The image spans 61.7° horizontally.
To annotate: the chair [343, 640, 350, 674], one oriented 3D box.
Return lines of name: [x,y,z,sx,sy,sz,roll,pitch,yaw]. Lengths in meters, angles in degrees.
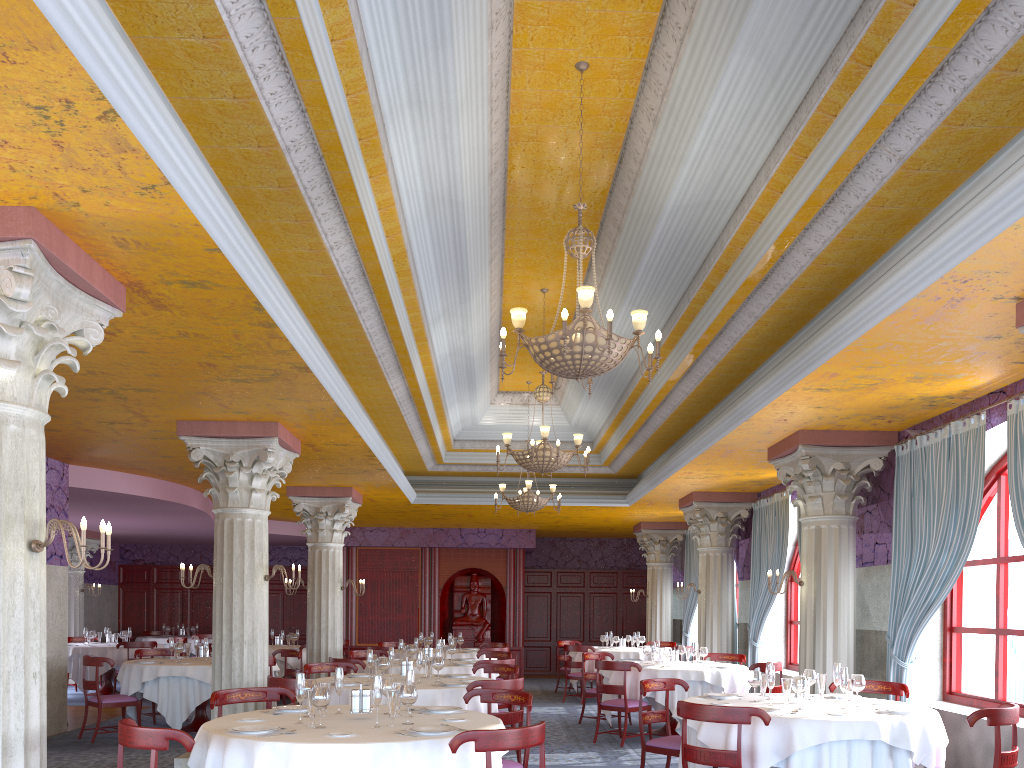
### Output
chair: [-3.595,5.646,17.084,0.753,1.081,0.652,-4,-6,44]

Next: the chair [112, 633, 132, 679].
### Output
chair: [-8.959,6.384,20.082,0.753,1.081,0.652,-4,-6,43]

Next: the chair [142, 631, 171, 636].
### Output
chair: [-9.002,6.839,21.814,0.650,1.081,0.756,-3,-6,43]

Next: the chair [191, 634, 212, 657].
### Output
chair: [-7.227,6.411,20.125,0.650,1.081,0.756,-3,-6,44]

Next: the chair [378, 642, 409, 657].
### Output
chair: [-2.171,5.428,16.203,0.650,1.081,0.756,-3,-6,43]

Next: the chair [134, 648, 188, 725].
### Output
chair: [-5.221,4.500,12.778,0.650,1.081,0.756,-3,-6,43]

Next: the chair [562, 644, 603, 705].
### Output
chair: [1.314,5.377,15.886,0.753,1.081,0.652,-4,-6,43]

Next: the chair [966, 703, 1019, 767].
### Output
chair: [3.287,2.847,6.187,0.650,1.081,0.756,-3,-6,44]

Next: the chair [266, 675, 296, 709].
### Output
chair: [-1.971,3.299,8.094,0.753,1.081,0.652,-4,-6,43]

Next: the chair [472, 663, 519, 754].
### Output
chair: [-0.282,3.781,9.868,0.753,1.081,0.652,-4,-6,44]

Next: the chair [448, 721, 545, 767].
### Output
chair: [-0.160,2.484,4.927,0.650,1.081,0.756,-3,-6,44]

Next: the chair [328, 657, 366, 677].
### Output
chair: [-2.046,4.102,11.153,0.753,1.081,0.652,-4,-6,43]

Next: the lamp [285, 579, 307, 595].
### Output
lamp: [-3.568,3.362,14.173,0.382,0.270,0.348,3,-9,-14]

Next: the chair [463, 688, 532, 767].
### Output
chair: [-0.202,2.939,6.659,0.753,1.081,0.652,-4,-6,44]

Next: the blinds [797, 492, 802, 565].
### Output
blinds: [3.919,2.893,10.973,0.245,3.489,1.726,1,-3,-3]

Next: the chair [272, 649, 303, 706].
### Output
chair: [-3.489,4.527,12.821,0.753,1.081,0.652,-4,-6,44]

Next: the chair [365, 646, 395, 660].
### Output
chair: [-2.128,4.973,14.471,0.753,1.081,0.652,-4,-6,43]

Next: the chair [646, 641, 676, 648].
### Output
chair: [3.003,5.859,17.661,0.753,1.081,0.652,-4,-6,44]

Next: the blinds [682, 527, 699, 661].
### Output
blinds: [3.753,4.654,17.679,0.244,3.489,1.726,1,-3,0]

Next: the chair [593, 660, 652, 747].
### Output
chair: [1.433,4.121,11.102,0.753,1.081,0.652,-4,-6,43]

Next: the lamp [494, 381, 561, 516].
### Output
lamp: [0.256,1.009,13.633,0.962,2.158,0.965,-2,-3,44]

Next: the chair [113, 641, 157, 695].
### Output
chair: [-6.895,5.237,15.643,0.650,1.081,0.756,-3,-6,44]

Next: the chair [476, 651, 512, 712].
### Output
chair: [-0.357,4.584,12.928,0.753,1.081,0.652,-4,-6,44]

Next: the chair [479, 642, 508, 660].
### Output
chair: [-0.439,5.455,16.246,0.753,1.081,0.652,-4,-6,44]

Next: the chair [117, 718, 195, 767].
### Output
chair: [-1.891,2.457,4.884,0.753,1.081,0.652,-4,-6,43]

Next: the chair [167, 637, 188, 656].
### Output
chair: [-6.938,5.691,17.374,0.753,1.081,0.652,-4,-6,44]

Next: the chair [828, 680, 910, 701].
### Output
chair: [3.244,3.302,7.918,0.753,1.081,0.652,-4,-6,44]

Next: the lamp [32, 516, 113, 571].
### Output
lamp: [-2.376,0.858,4.601,0.382,0.270,0.348,3,-9,-14]

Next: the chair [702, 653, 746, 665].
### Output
chair: [3.122,4.603,12.877,0.753,1.081,0.652,-4,-6,44]

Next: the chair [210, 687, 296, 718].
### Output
chair: [-1.934,2.911,6.616,0.650,1.081,0.756,-3,-6,43]

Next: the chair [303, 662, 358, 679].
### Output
chair: [-2.013,3.754,9.826,0.650,1.081,0.756,-3,-6,43]

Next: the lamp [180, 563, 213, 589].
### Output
lamp: [-3.451,2.121,9.445,0.382,0.270,0.348,3,-9,-14]

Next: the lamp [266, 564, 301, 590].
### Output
lamp: [-2.494,2.108,9.365,0.382,0.270,0.348,3,-9,-14]

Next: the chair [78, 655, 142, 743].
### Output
chair: [-5.178,4.045,11.046,0.753,1.081,0.652,-4,-6,43]

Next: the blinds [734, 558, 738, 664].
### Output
blinds: [3.803,4.127,15.670,0.245,3.489,1.726,1,-3,-3]

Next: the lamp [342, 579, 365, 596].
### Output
lamp: [-2.612,3.362,14.139,0.382,0.270,0.348,3,-9,-14]

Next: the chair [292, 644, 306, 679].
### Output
chair: [-3.552,5.192,15.353,0.650,1.081,0.756,-3,-6,44]

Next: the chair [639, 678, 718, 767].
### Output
chair: [1.512,3.274,7.875,0.650,1.081,0.756,-3,-6,43]

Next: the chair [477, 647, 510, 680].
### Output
chair: [-0.396,5.001,14.514,0.650,1.081,0.756,-3,-6,44]

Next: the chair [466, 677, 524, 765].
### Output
chair: [-0.239,3.327,8.137,0.650,1.081,0.756,-3,-6,44]

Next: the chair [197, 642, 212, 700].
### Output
chair: [-5.284,5.164,15.310,0.753,1.081,0.652,-4,-6,43]

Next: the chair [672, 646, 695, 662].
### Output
chair: [3.046,5.404,15.929,0.650,1.081,0.756,-3,-6,44]

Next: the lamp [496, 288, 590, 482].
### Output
lamp: [0.354,-0.024,9.696,0.962,2.158,0.965,-2,-3,44]

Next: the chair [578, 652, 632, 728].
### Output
chair: [1.390,4.576,12.834,0.650,1.081,0.756,-3,-6,43]

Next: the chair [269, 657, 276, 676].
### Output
chair: [-3.447,4.072,11.089,0.650,1.081,0.756,-3,-6,44]

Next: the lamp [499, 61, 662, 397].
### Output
lamp: [0.452,-1.075,5.695,0.962,2.158,0.965,-2,-3,44]

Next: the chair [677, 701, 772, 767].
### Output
chair: [1.555,2.820,6.144,0.753,1.081,0.652,-4,-6,43]

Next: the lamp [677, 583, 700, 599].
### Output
lamp: [2.932,3.464,14.334,0.382,0.270,0.348,3,-9,-14]

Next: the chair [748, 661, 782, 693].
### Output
chair: [3.165,4.149,11.145,0.650,1.081,0.756,-3,-6,44]

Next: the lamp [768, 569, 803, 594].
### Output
lamp: [3.049,2.223,9.606,0.382,0.270,0.348,3,-9,-14]

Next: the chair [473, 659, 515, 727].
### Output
chair: [-0.314,4.130,11.196,0.650,1.081,0.756,-3,-6,44]

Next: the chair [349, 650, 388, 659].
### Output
chair: [-2.089,4.557,12.885,0.650,1.081,0.756,-3,-6,43]

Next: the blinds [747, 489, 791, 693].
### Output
blinds: [3.870,3.421,12.981,0.244,3.489,1.726,1,-3,0]

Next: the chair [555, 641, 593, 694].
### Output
chair: [1.272,5.832,17.618,0.650,1.081,0.756,-3,-6,43]

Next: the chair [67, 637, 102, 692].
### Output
chair: [-8.670,5.664,17.332,0.650,1.081,0.756,-3,-6,43]
